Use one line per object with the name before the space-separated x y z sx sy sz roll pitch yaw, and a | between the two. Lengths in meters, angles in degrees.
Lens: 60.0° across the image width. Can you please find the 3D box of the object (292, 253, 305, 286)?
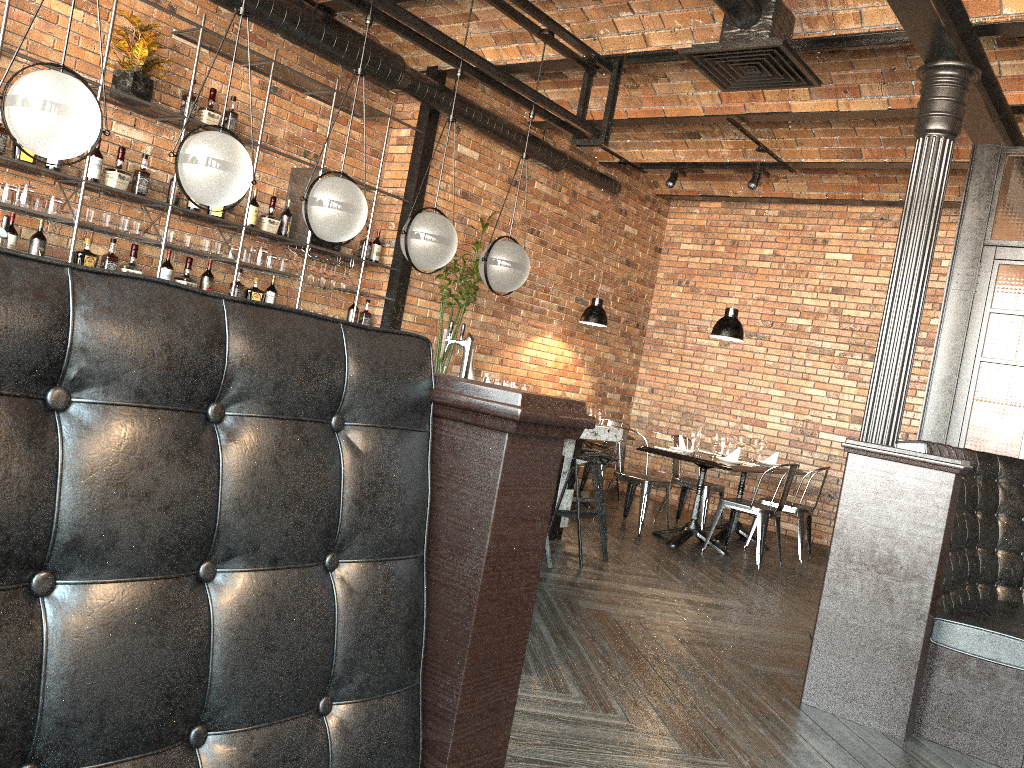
object | -1.640 -0.878 6.841 0.092 0.244 0.092 10 1 -13

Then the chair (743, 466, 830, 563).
chair | 2.481 1.101 7.946 0.558 0.857 0.504 11 1 28

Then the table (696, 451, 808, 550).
table | 2.114 1.080 8.256 0.872 0.758 0.872 11 1 38

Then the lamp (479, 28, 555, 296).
lamp | 0.073 -1.446 5.824 0.340 1.754 0.340 10 1 -6

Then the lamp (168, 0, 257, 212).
lamp | -1.249 -1.663 4.081 0.340 1.754 0.340 10 1 -6

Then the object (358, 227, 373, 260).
object | -1.191 -1.136 7.229 0.083 0.282 0.083 10 1 -37

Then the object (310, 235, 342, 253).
object | -1.366 -1.303 6.907 0.398 0.560 0.374 11 1 10

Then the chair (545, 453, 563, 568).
chair | 0.033 0.748 5.510 0.414 0.737 0.475 11 1 33

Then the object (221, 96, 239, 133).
object | -1.937 -1.839 6.100 0.083 0.282 0.083 11 1 23

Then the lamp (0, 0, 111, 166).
lamp | -1.690 -1.736 3.500 0.340 1.754 0.340 10 1 -6

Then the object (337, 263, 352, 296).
object | -1.324 -0.822 6.988 0.092 0.244 0.092 10 1 -13

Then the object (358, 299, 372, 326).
object | -1.213 -0.561 7.344 0.083 0.282 0.083 10 1 -42

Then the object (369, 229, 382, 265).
object | -1.127 -1.134 7.356 0.086 0.298 0.086 10 1 1

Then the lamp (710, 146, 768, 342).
lamp | 1.983 -1.198 7.560 0.291 1.653 0.291 10 1 -7

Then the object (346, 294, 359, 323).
object | -1.296 -0.584 7.238 0.086 0.299 0.086 10 1 -4

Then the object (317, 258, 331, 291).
object | -1.445 -0.842 6.828 0.092 0.244 0.092 10 1 -13

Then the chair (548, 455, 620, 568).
chair | 0.456 0.818 6.067 0.414 0.737 0.475 11 1 28

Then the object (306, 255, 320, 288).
object | -1.512 -0.853 6.740 0.092 0.244 0.092 10 1 -13

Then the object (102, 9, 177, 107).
object | -2.367 -2.033 5.563 0.430 0.526 0.425 11 1 40

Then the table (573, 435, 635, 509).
table | 0.575 0.788 8.846 0.872 0.758 0.872 11 1 38

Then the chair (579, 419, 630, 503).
chair | 0.901 0.789 9.358 0.504 0.857 0.558 11 1 33

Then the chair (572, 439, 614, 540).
chair | 0.521 0.815 7.029 0.475 0.737 0.414 11 1 43

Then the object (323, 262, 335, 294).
object | -1.452 -0.848 7.089 0.092 0.244 0.092 10 1 -13

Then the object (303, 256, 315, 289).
object | -1.574 -0.868 6.928 0.092 0.244 0.092 10 1 -13

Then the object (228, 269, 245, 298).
object | -1.970 -0.685 6.347 0.083 0.282 0.083 11 1 23

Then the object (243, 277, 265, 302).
object | -1.881 -0.652 6.468 0.151 0.248 0.094 10 1 -43

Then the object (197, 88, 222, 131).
object | -2.034 -1.852 5.976 0.123 0.279 0.123 11 1 41

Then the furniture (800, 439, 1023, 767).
furniture | 4.030 1.281 2.928 5.451 1.212 1.979 11 1 38

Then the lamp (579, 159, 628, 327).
lamp | 0.958 -1.406 8.821 0.291 1.653 0.291 11 1 13

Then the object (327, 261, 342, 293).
object | -1.386 -0.833 6.906 0.092 0.244 0.092 10 1 -13

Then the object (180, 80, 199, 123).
object | -2.126 -1.870 5.852 0.083 0.282 0.083 11 1 38

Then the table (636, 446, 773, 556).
table | 1.583 0.993 7.557 0.872 0.758 0.872 11 1 38

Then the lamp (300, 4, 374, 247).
lamp | -0.808 -1.591 4.662 0.340 1.754 0.340 10 1 -6

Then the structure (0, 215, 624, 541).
structure | -1.551 0.111 5.147 1.930 1.430 5.346 11 1 38

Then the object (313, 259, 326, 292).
object | -1.514 -0.858 7.007 0.092 0.244 0.092 10 1 -13

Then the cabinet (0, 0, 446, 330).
cabinet | -3.058 -1.291 4.742 0.564 3.779 7.075 11 1 38

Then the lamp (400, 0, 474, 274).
lamp | -0.367 -1.519 5.243 0.340 1.754 0.340 10 1 -6
